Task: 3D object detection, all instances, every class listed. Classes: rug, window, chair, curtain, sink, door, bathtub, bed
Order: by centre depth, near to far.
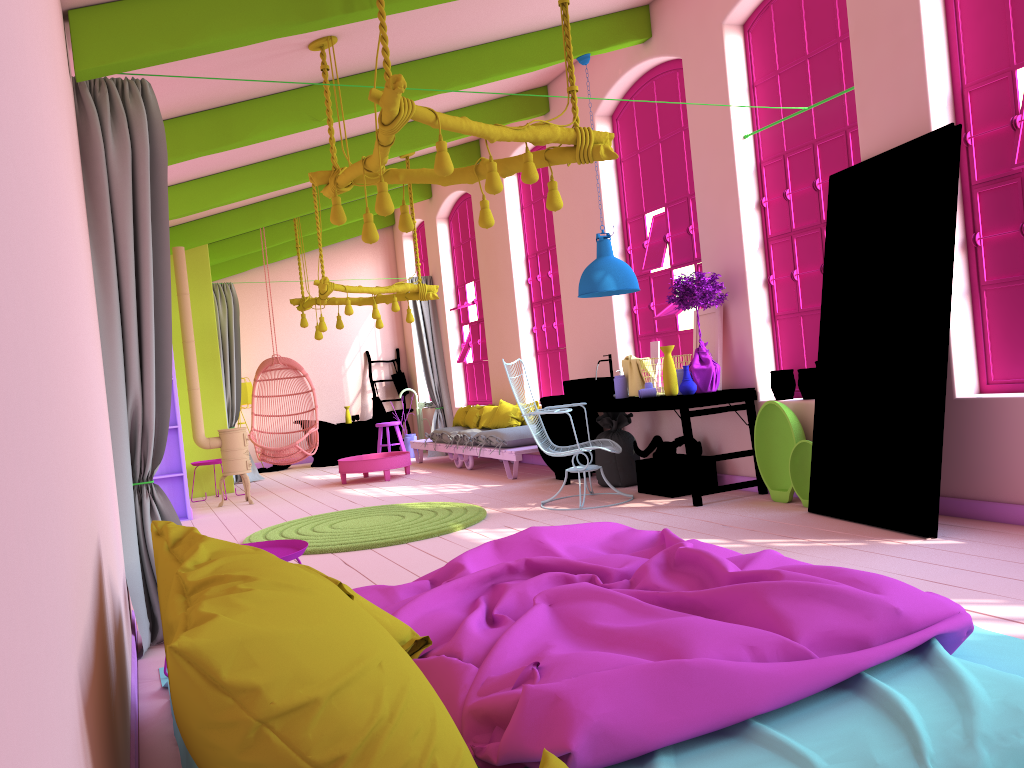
[{"bbox_3d":[0.411,0.780,2.783,2.801,0.514,3.577,-6,1,-23],"label":"bed"},{"bbox_3d":[-1.803,-0.158,4.280,0.518,2.786,0.525,-7,2,-42],"label":"curtain"},{"bbox_3d":[2.919,-1.460,4.518,0.214,3.010,1.514,-6,1,-23],"label":"window"},{"bbox_3d":[2.182,-0.278,5.296,0.450,2.211,1.153,-6,1,-13],"label":"door"},{"bbox_3d":[2.159,-1.410,6.268,0.072,3.048,1.275,-6,1,-23],"label":"window"},{"bbox_3d":[-1.152,1.127,7.060,1.887,0.050,1.889,-6,1,-36],"label":"rug"},{"bbox_3d":[0.474,0.364,7.273,0.925,1.238,1.078,-6,1,12],"label":"chair"},{"bbox_3d":[1.412,-1.343,8.036,0.492,3.004,1.497,-6,1,-23],"label":"window"},{"bbox_3d":[0.721,0.042,8.131,0.340,0.194,0.609,-6,1,-23],"label":"sink"},{"bbox_3d":[0.443,-1.275,10.297,0.072,3.048,1.275,-6,1,-23],"label":"window"},{"bbox_3d":[-2.886,-0.575,10.717,0.860,3.130,0.806,-6,1,-3],"label":"chair"},{"bbox_3d":[-3.875,-0.038,12.200,0.518,2.786,0.525,-7,2,-42],"label":"curtain"},{"bbox_3d":[-0.517,-1.191,12.554,0.551,3.010,1.514,-6,1,-23],"label":"window"},{"bbox_3d":[-1.809,0.861,12.995,0.446,0.593,0.472,-5,1,36],"label":"chair"},{"bbox_3d":[-1.179,-0.268,13.344,0.518,2.786,0.525,-6,1,-4],"label":"curtain"},{"bbox_3d":[-2.436,0.840,13.930,1.888,0.740,0.826,-6,1,-23],"label":"bathtub"},{"bbox_3d":[-1.267,-1.141,14.309,0.072,3.048,1.275,-6,1,-23],"label":"window"}]

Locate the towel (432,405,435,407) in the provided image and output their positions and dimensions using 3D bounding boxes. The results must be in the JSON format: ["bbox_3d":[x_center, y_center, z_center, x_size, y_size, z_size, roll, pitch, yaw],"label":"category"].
[{"bbox_3d":[-1.120,0.305,14.034,0.262,0.102,0.247,-6,1,-27],"label":"towel"}]

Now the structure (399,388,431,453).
[{"bbox_3d":[-1.530,0.589,14.301,0.452,1.062,0.254,-5,1,20],"label":"structure"}]

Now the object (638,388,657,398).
[{"bbox_3d":[1.110,0.074,7.273,0.137,0.076,0.076,-6,1,-3],"label":"object"}]

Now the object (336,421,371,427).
[{"bbox_3d":[-2.488,0.633,13.914,0.360,0.068,1.324,-6,1,-23],"label":"object"}]

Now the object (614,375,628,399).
[{"bbox_3d":[0.944,0.024,7.687,0.109,0.197,0.109,-6,1,-31],"label":"object"}]

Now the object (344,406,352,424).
[{"bbox_3d":[-2.562,0.508,13.851,0.097,0.321,0.097,-6,1,-12],"label":"object"}]

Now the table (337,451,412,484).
[{"bbox_3d":[-1.667,1.021,10.818,0.885,0.285,0.885,-6,1,3],"label":"table"}]

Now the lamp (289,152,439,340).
[{"bbox_3d":[-2.062,-1.678,10.669,1.609,2.265,1.776,-7,1,-41],"label":"lamp"}]

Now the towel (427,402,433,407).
[{"bbox_3d":[-1.224,0.314,14.282,0.247,0.102,0.262,-6,1,-32],"label":"towel"}]

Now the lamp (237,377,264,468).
[{"bbox_3d":[-4.243,0.642,13.847,0.491,1.467,0.476,-6,1,7],"label":"lamp"}]

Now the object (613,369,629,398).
[{"bbox_3d":[1.000,-0.009,7.998,0.165,0.250,0.410,-6,1,12],"label":"object"}]

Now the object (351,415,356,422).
[{"bbox_3d":[-2.447,0.570,13.720,0.069,0.170,0.069,-6,1,-4],"label":"object"}]

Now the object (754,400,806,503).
[{"bbox_3d":[1.970,0.471,6.352,0.218,0.734,0.451,-6,1,-23],"label":"object"}]

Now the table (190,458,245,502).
[{"bbox_3d":[-3.446,1.118,10.442,0.596,0.458,0.595,-6,1,14],"label":"table"}]

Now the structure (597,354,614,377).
[{"bbox_3d":[0.871,-0.074,8.225,0.166,0.397,0.087,-6,1,-14],"label":"structure"}]

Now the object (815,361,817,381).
[{"bbox_3d":[2.229,-0.034,6.173,0.223,0.272,0.223,-7,1,-36],"label":"object"}]

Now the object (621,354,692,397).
[{"bbox_3d":[1.202,-0.084,7.606,0.444,0.369,0.633,-6,1,-23],"label":"object"}]

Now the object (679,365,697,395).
[{"bbox_3d":[1.316,-0.029,6.661,0.132,0.219,0.132,-6,1,-6],"label":"object"}]

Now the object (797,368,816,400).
[{"bbox_3d":[2.147,-0.003,6.365,0.182,0.223,0.182,-7,1,-41],"label":"object"}]

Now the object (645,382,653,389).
[{"bbox_3d":[1.137,0.047,7.358,0.065,0.118,0.065,-5,1,26],"label":"object"}]

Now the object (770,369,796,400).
[{"bbox_3d":[2.030,0.006,6.639,0.182,0.223,0.182,-5,1,44],"label":"object"}]

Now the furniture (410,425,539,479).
[{"bbox_3d":[-0.384,0.776,11.058,0.907,0.507,3.777,-6,1,-23],"label":"furniture"}]

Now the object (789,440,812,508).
[{"bbox_3d":[2.045,0.601,6.025,0.137,0.463,0.284,-7,1,-38],"label":"object"}]

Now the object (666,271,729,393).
[{"bbox_3d":[1.450,-0.407,6.883,0.503,0.951,0.441,-5,1,27],"label":"object"}]

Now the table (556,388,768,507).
[{"bbox_3d":[1.180,0.493,7.611,0.655,0.821,2.193,-6,1,-23],"label":"table"}]

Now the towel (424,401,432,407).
[{"bbox_3d":[-1.329,0.322,14.528,0.262,0.102,0.247,-6,1,-22],"label":"towel"}]

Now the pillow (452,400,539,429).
[{"bbox_3d":[-0.299,0.400,11.192,0.577,0.399,1.998,-6,1,-23],"label":"pillow"}]

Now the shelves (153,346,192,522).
[{"bbox_3d":[-4.194,-0.099,8.433,1.841,3.105,0.384,-6,1,-23],"label":"shelves"}]

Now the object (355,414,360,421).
[{"bbox_3d":[-2.420,0.565,13.909,0.069,0.170,0.069,-6,1,-4],"label":"object"}]

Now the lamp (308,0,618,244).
[{"bbox_3d":[-0.589,-1.972,5.276,1.609,2.265,1.776,-7,1,-41],"label":"lamp"}]

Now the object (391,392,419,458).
[{"bbox_3d":[-1.597,0.633,13.462,0.451,0.987,0.277,-5,1,21],"label":"object"}]

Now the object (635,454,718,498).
[{"bbox_3d":[1.355,0.751,7.330,0.446,0.277,0.522,-6,1,-23],"label":"object"}]

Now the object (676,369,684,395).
[{"bbox_3d":[1.334,-0.018,6.960,0.109,0.197,0.109,-6,1,14],"label":"object"}]

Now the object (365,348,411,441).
[{"bbox_3d":[-2.050,0.286,14.904,0.603,1.765,0.410,-6,1,-23],"label":"object"}]

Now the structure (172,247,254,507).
[{"bbox_3d":[-3.215,-0.079,9.654,0.577,2.815,0.403,-6,1,-6],"label":"structure"}]

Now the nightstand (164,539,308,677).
[{"bbox_3d":[-1.150,0.950,3.791,0.596,0.458,0.595,-6,1,14],"label":"nightstand"}]

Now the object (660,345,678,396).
[{"bbox_3d":[1.212,-0.102,6.835,0.116,0.383,0.116,-5,2,41],"label":"object"}]

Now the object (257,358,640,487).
[{"bbox_3d":[-1.595,0.363,11.057,2.825,1.580,7.866,-6,1,-22],"label":"object"}]

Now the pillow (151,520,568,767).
[{"bbox_3d":[-0.500,0.715,2.116,0.848,0.822,2.618,-6,1,-33],"label":"pillow"}]

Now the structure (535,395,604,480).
[{"bbox_3d":[0.589,0.530,9.000,0.718,0.845,0.717,-5,1,34],"label":"structure"}]

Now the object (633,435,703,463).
[{"bbox_3d":[1.318,0.660,7.474,0.672,0.448,0.300,-5,1,42],"label":"object"}]

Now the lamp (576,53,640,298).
[{"bbox_3d":[0.712,-1.753,7.428,0.529,2.002,0.528,-6,1,8],"label":"lamp"}]
